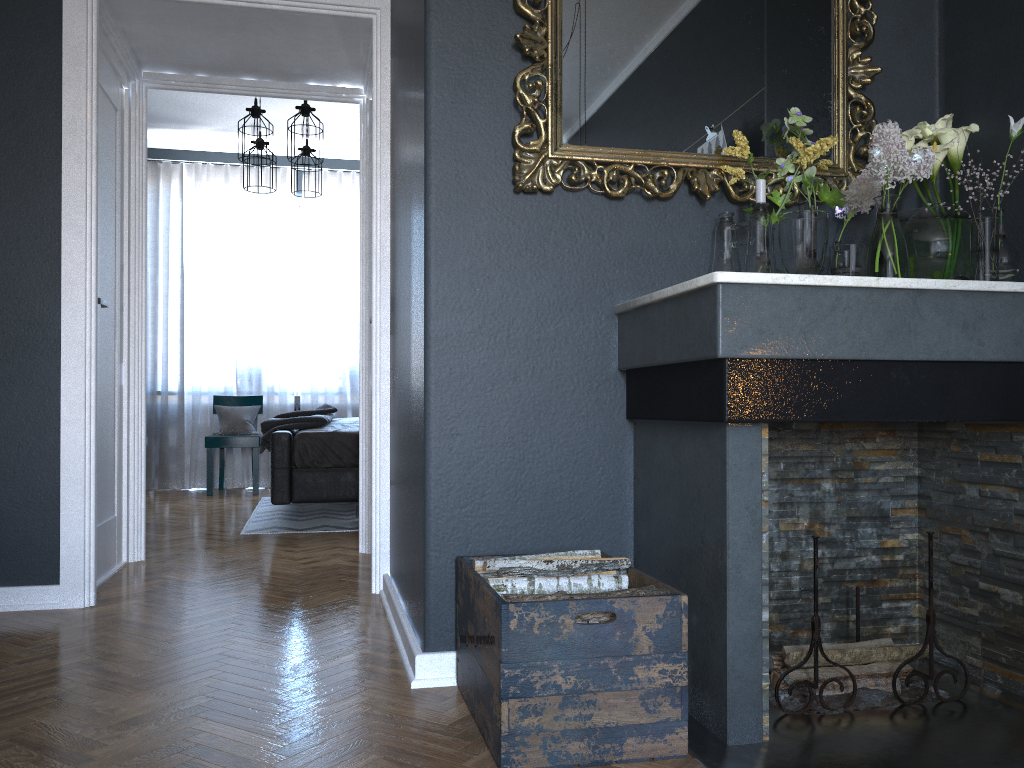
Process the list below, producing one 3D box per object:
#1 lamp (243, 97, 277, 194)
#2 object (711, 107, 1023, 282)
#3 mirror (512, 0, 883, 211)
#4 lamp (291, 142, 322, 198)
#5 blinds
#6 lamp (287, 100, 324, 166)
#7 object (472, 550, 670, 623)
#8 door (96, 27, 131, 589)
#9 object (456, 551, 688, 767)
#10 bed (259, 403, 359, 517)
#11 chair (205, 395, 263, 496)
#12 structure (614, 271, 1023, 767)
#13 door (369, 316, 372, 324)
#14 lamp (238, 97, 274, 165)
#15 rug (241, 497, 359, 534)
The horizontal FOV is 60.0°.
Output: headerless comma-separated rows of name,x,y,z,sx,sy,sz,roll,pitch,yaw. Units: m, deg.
lamp,-1.739,-1.739,6.121,0.210,0.804,0.210,0,-1,1
object,0.914,-0.484,2.263,0.727,0.547,0.474,0,-1,-10
mirror,0.516,-0.880,2.392,1.057,0.784,0.067,0,-1,-12
lamp,-1.502,-1.758,6.489,0.210,0.747,0.210,0,-1,1
blinds,-1.809,-0.498,7.802,3.992,2.788,0.312,0,-1,-12
lamp,-1.286,-1.772,5.525,0.210,0.769,0.210,0,-1,1
object,0.110,0.512,1.995,0.370,0.247,0.533,0,-1,-12
door,-1.679,-0.300,3.591,0.162,2.186,0.857,0,-1,-12
object,0.106,0.588,1.993,0.383,0.326,0.552,0,-1,-12
bed,-0.509,0.280,6.167,2.375,1.161,2.266,0,-1,-12
chair,-2.265,0.488,7.271,0.435,0.798,0.592,0,-1,-12
structure,0.838,0.274,2.075,1.065,0.981,0.834,0,-1,-12
door,-0.523,-0.294,3.846,0.162,2.186,0.857,0,-1,-12
lamp,-1.658,-1.799,5.741,0.210,0.714,0.210,0,-1,1
rug,-1.004,0.857,6.018,1.458,0.013,2.045,0,-2,-12
